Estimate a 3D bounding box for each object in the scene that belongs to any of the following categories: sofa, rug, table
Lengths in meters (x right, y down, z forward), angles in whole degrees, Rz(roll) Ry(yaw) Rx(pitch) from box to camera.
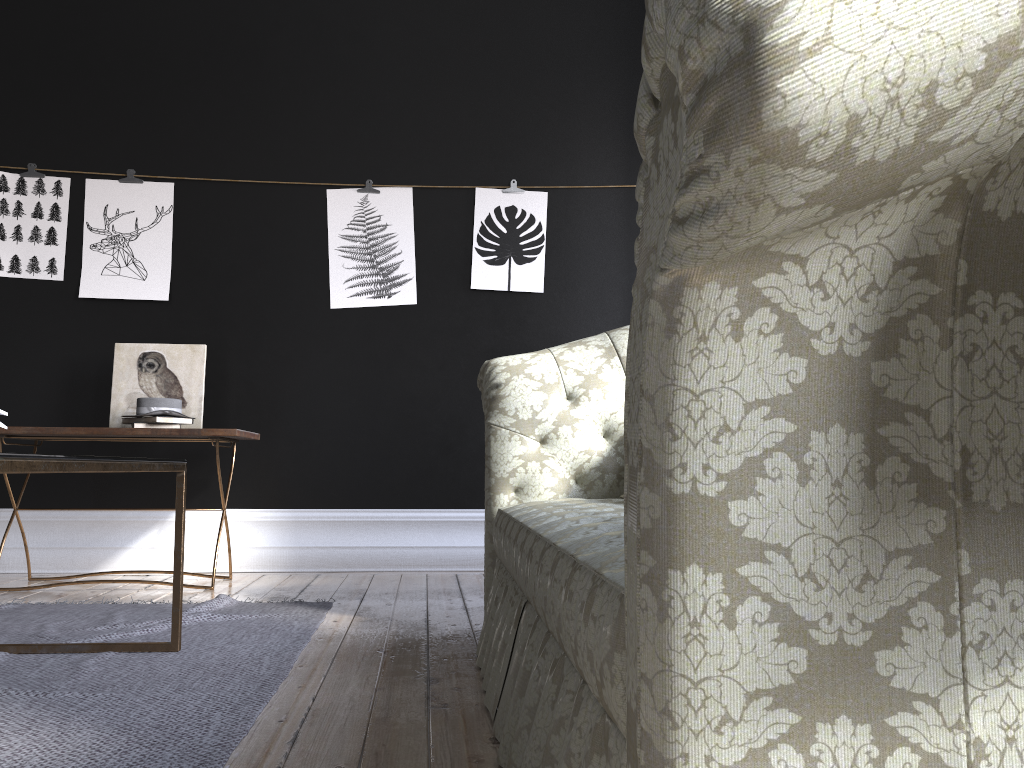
[{"bbox_3d":[0.751,0.181,1.967,1.606,1.159,2.817,1,-5,-5],"label":"sofa"},{"bbox_3d":[-1.590,0.685,1.771,2.106,0.050,3.651,1,-6,-5],"label":"rug"},{"bbox_3d":[-1.443,0.426,1.852,1.092,0.557,1.451,1,-5,-6],"label":"table"}]

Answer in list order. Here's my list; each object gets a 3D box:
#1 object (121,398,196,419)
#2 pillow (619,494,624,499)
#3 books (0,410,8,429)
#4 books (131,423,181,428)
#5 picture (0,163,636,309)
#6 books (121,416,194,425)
[{"bbox_3d":[-1.636,0.113,4.113,0.328,0.087,0.258,5,-7,-39],"label":"object"},{"bbox_3d":[0.635,0.137,2.445,0.529,0.415,1.107,1,-5,-6],"label":"pillow"},{"bbox_3d":[-1.175,0.044,1.667,0.322,0.109,0.273,-3,-6,29],"label":"books"},{"bbox_3d":[-1.673,0.204,4.159,0.203,0.029,0.269,3,-6,-25],"label":"books"},{"bbox_3d":[-1.240,-0.796,4.777,4.457,0.770,0.058,1,-4,-6],"label":"picture"},{"bbox_3d":[-1.656,0.173,4.137,0.289,0.030,0.193,-4,-7,35],"label":"books"}]
